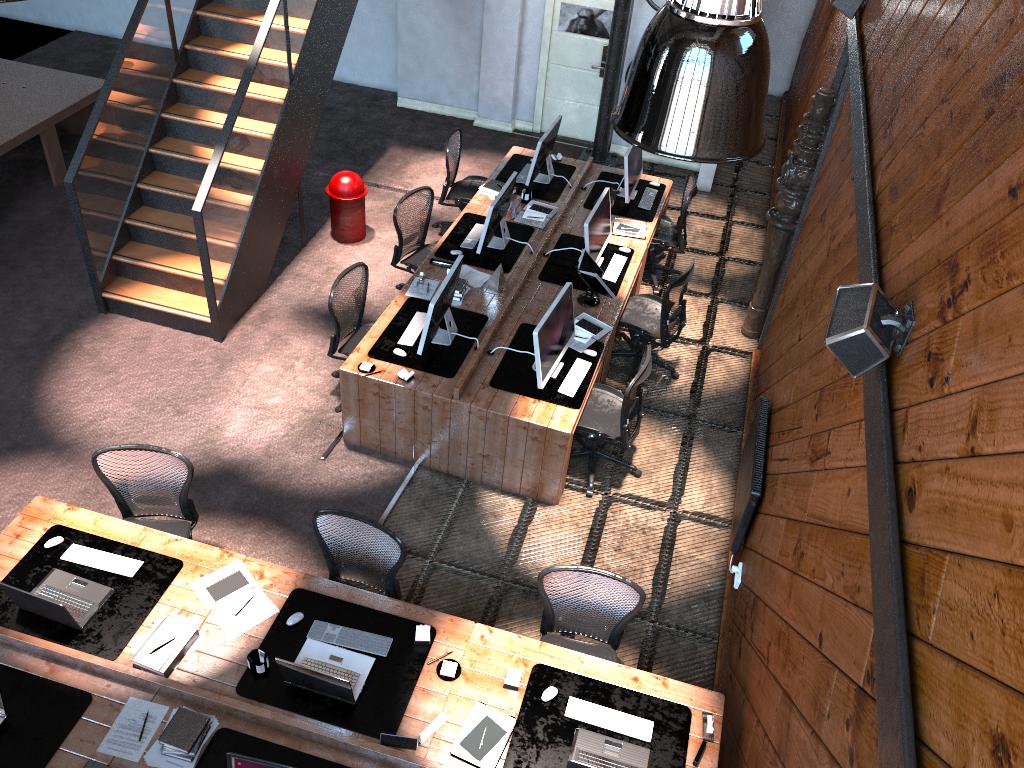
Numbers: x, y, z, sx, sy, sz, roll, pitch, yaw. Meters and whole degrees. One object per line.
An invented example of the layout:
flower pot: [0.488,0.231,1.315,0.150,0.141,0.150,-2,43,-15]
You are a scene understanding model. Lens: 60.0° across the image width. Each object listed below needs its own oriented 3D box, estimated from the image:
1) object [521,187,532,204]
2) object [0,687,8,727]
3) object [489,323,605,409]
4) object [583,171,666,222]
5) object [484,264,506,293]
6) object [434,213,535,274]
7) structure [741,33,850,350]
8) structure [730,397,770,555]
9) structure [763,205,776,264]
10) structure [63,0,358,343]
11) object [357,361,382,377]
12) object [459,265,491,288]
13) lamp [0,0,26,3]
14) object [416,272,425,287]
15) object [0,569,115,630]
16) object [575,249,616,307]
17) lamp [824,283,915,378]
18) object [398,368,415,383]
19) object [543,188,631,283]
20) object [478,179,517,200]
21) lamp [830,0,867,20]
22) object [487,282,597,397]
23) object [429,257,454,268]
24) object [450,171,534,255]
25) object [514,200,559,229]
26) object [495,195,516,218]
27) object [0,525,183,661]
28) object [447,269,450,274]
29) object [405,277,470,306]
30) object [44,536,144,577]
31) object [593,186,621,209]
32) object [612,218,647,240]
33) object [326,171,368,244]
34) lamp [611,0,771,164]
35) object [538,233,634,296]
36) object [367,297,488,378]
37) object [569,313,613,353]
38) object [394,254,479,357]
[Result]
object: [0.140,-1.808,8.509,0.078,0.138,0.099,26,44,22]
object: [-2.588,1.494,4.057,0.380,0.288,0.320,14,40,9]
object: [0.277,-0.151,6.644,0.687,0.008,0.848,15,41,10]
object: [1.128,-1.866,8.795,0.687,0.008,0.848,15,41,10]
object: [-0.137,-0.916,7.259,0.165,0.320,0.178,20,42,16]
object: [-0.233,-1.270,7.914,0.687,0.008,0.848,15,41,10]
structure: [2.501,-1.579,7.679,0.500,2.745,1.003,18,41,13]
structure: [1.671,0.651,6.245,0.073,0.628,1.064,14,40,9]
structure: [2.672,-1.568,9.015,0.073,0.628,1.064,14,40,9]
structure: [-2.019,-3.457,8.876,10.620,4.603,5.793,14,40,9]
object: [-1.047,-0.121,6.426,0.158,0.026,0.154,-15,44,-23]
object: [-0.351,-0.910,7.472,0.315,0.002,0.246,24,43,21]
lamp: [-1.657,-2.268,2.252,0.445,2.372,0.445,-15,44,-23]
object: [-0.752,-0.872,7.330,0.054,0.064,0.159,6,40,0]
object: [-2.375,1.062,4.641,0.390,0.283,0.323,15,41,11]
object: [0.654,-0.836,7.210,0.304,0.380,0.417,-4,41,-11]
lamp: [1.318,-0.218,3.334,0.283,0.287,0.328,14,40,9]
object: [-0.762,-0.069,6.372,0.106,0.063,0.082,26,44,22]
object: [0.772,-1.260,7.606,0.772,0.578,0.642,-15,44,-24]
object: [-0.156,-1.901,8.629,0.363,0.065,0.325,32,46,28]
lamp: [2.554,-2.935,6.726,0.262,0.260,0.328,14,40,9]
object: [0.314,-0.306,6.411,0.811,0.578,0.663,-9,42,-17]
object: [-0.594,-1.034,7.570,0.215,0.031,0.089,14,40,9]
object: [-0.213,-1.454,7.711,0.735,0.576,0.654,-14,44,-23]
object: [0.233,-1.606,8.352,0.304,0.017,0.467,19,42,15]
object: [-0.033,-1.680,8.367,0.129,0.083,0.347,-21,47,-29]
object: [-2.335,1.111,4.811,0.848,0.008,0.687,14,40,9]
object: [-0.503,-0.909,7.379,0.076,0.102,0.034,14,41,10]
object: [-0.600,-0.802,7.238,0.478,0.098,0.319,13,40,8]
object: [-2.349,0.967,4.955,0.577,0.040,0.139,14,41,9]
object: [0.878,-1.689,8.286,0.229,0.351,0.135,12,40,8]
object: [1.096,-1.444,8.248,0.316,0.060,0.229,9,40,4]
object: [-1.666,-1.814,8.987,0.414,0.707,0.414,-16,45,-24]
lamp: [0.599,-1.638,1.785,0.445,2.372,0.445,12,40,7]
object: [0.662,-1.051,7.765,0.687,0.008,0.848,15,41,10]
object: [-0.628,-0.372,6.793,0.687,0.008,0.848,15,41,10]
object: [0.550,-0.413,6.970,0.304,0.017,0.467,30,46,26]
object: [-0.497,-0.552,6.599,0.610,0.573,0.714,13,40,8]
